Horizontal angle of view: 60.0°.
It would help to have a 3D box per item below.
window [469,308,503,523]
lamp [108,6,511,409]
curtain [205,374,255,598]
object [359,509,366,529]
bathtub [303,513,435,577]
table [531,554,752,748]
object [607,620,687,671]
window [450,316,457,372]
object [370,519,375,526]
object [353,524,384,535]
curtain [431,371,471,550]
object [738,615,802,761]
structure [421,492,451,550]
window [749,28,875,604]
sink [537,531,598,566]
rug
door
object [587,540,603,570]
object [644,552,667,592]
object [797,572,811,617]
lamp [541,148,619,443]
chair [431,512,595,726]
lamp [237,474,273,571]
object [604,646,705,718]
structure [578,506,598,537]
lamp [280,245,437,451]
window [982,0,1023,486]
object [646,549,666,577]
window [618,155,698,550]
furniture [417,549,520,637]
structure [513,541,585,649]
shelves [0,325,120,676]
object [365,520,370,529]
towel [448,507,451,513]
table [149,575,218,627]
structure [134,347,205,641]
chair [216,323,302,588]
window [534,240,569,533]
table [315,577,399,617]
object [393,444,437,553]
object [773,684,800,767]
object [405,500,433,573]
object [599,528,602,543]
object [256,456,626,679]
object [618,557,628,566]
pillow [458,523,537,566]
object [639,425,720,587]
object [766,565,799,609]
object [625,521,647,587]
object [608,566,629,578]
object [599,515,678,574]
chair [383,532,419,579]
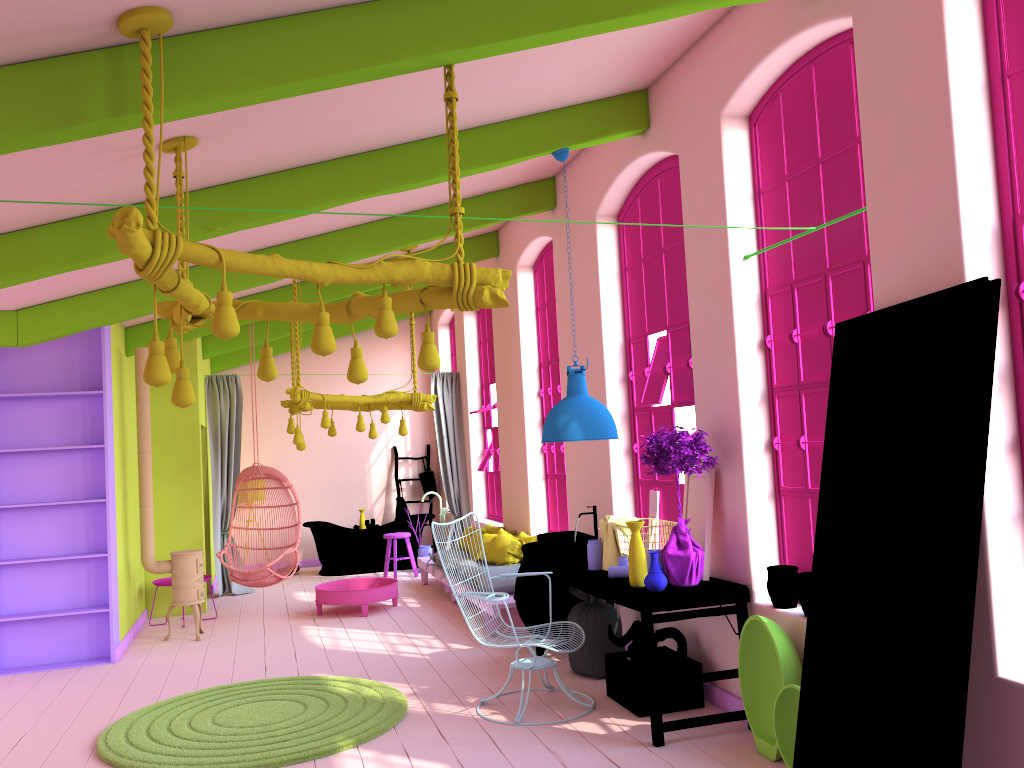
[{"bbox_3d":[-0.192,0.251,11.233,0.551,3.007,1.515,-2,-3,-16],"label":"window"},{"bbox_3d":[-1.146,-1.032,4.084,1.610,2.263,1.777,-1,-4,-34],"label":"lamp"},{"bbox_3d":[-3.621,1.241,11.243,0.518,2.783,0.525,-1,-4,-35],"label":"curtain"},{"bbox_3d":[-2.137,1.950,12.674,0.097,0.320,0.097,-3,-3,-5],"label":"object"},{"bbox_3d":[-2.019,2.292,12.715,1.889,0.739,0.827,-2,-4,-16],"label":"bathtub"},{"bbox_3d":[0.780,1.655,6.012,0.655,0.820,2.194,-2,-4,-16],"label":"table"},{"bbox_3d":[0.891,1.817,5.848,0.300,0.448,0.672,0,-5,-40],"label":"object"},{"bbox_3d":[-0.714,0.391,13.065,0.072,3.045,1.276,-2,-3,-16],"label":"window"},{"bbox_3d":[-1.992,2.017,12.709,0.069,0.170,0.069,-3,-3,3],"label":"object"},{"bbox_3d":[-2.062,2.082,12.718,0.360,0.068,1.324,-2,-4,-16],"label":"object"},{"bbox_3d":[-0.793,1.197,12.042,0.518,2.783,0.525,-3,-3,3],"label":"curtain"},{"bbox_3d":[1.404,1.577,4.664,0.218,0.733,0.451,-2,-3,-16],"label":"object"},{"bbox_3d":[-1.062,2.104,12.981,0.452,1.061,0.254,-5,-4,27],"label":"structure"},{"bbox_3d":[1.674,-0.294,4.675,0.072,3.045,1.276,-2,-3,-16],"label":"window"},{"bbox_3d":[0.413,1.223,6.614,0.340,0.194,0.609,-2,-4,-16],"label":"sink"},{"bbox_3d":[-1.632,2.155,5.728,1.888,0.050,1.890,-1,-4,-29],"label":"rug"},{"bbox_3d":[1.517,0.767,3.639,0.450,2.209,1.154,-3,-3,-6],"label":"door"},{"bbox_3d":[0.579,1.183,6.147,0.109,0.197,0.109,-2,-4,-24],"label":"object"},{"bbox_3d":[0.820,1.075,5.086,0.132,0.219,0.132,-3,-3,1],"label":"object"},{"bbox_3d":[1.604,1.113,4.684,0.182,0.222,0.182,-1,-4,-33],"label":"object"},{"bbox_3d":[0.405,-0.614,6.032,0.529,2.001,0.529,-4,-3,16],"label":"lamp"},{"bbox_3d":[0.044,1.474,5.776,0.925,1.237,1.079,-4,-4,19],"label":"chair"},{"bbox_3d":[-3.810,2.017,12.879,0.491,1.465,0.477,-4,-3,14],"label":"lamp"},{"bbox_3d":[0.905,1.900,5.695,0.446,0.277,0.522,-2,-4,-16],"label":"object"},{"bbox_3d":[0.579,1.120,6.695,0.166,0.396,0.087,-3,-3,-7],"label":"structure"},{"bbox_3d":[-1.937,-0.426,9.596,1.610,2.263,1.777,-1,-4,-34],"label":"lamp"},{"bbox_3d":[2.208,-0.435,2.848,0.214,3.007,1.515,-2,-3,-16],"label":"window"},{"bbox_3d":[0.875,1.107,5.380,0.109,0.197,0.109,-4,-4,21],"label":"object"},{"bbox_3d":[1.155,-0.136,6.518,0.492,3.001,1.498,-2,-3,-16],"label":"window"},{"bbox_3d":[-0.347,2.112,9.610,0.907,0.507,3.779,-2,-4,-16],"label":"furniture"},{"bbox_3d":[0.368,1.763,7.461,0.718,0.844,0.718,-6,-5,41],"label":"structure"},{"bbox_3d":[-4.411,0.908,7.558,1.841,3.102,0.385,-2,-3,-16],"label":"shelves"},{"bbox_3d":[-2.043,2.008,12.525,0.069,0.170,0.069,-3,-3,3],"label":"object"},{"bbox_3d":[-0.821,1.861,13.197,0.262,0.102,0.247,-2,-4,-15],"label":"towel"},{"bbox_3d":[-3.476,2.288,9.374,0.596,0.458,0.596,-4,-4,21],"label":"table"},{"bbox_3d":[-3.287,1.051,8.639,0.577,2.812,0.403,-3,-3,1],"label":"structure"},{"bbox_3d":[-2.802,0.643,9.681,0.860,3.127,0.806,-3,-3,4],"label":"chair"},{"bbox_3d":[0.477,0.049,8.878,0.072,3.045,1.276,-2,-3,-16],"label":"window"},{"bbox_3d":[-1.661,2.288,9.522,0.885,0.285,0.886,-4,-4,10],"label":"table"},{"bbox_3d":[-1.486,1.823,13.664,0.603,1.763,0.410,-2,-3,-16],"label":"object"},{"bbox_3d":[1.430,1.687,4.322,0.137,0.462,0.284,-1,-4,-31],"label":"object"},{"bbox_3d":[-1.237,2.086,12.156,0.451,0.987,0.277,-5,-4,28],"label":"object"},{"bbox_3d":[0.676,1.174,6.449,0.165,0.249,0.411,-4,-4,19],"label":"object"},{"bbox_3d":[-1.526,1.652,9.791,2.826,1.579,7.871,-2,-4,-15],"label":"object"},{"bbox_3d":[0.728,1.191,5.795,0.065,0.118,0.065,-5,-4,33],"label":"object"},{"bbox_3d":[-0.227,1.750,9.755,0.578,0.399,1.999,-2,-4,-16],"label":"pillow"},{"bbox_3d":[1.000,0.719,5.313,0.503,0.950,0.441,-5,-4,34],"label":"object"},{"bbox_3d":[1.523,1.137,4.970,0.182,0.222,0.182,0,-4,-39],"label":"object"},{"bbox_3d":[0.743,1.010,5.276,0.116,0.382,0.116,0,-4,-42],"label":"object"},{"bbox_3d":[0.688,1.212,5.713,0.137,0.076,0.076,-3,-3,4],"label":"object"},{"bbox_3d":[0.829,1.081,6.040,0.444,0.369,0.633,-2,-4,-16],"label":"object"},{"bbox_3d":[-1.517,2.273,11.706,0.446,0.592,0.473,-6,-5,43],"label":"chair"}]
